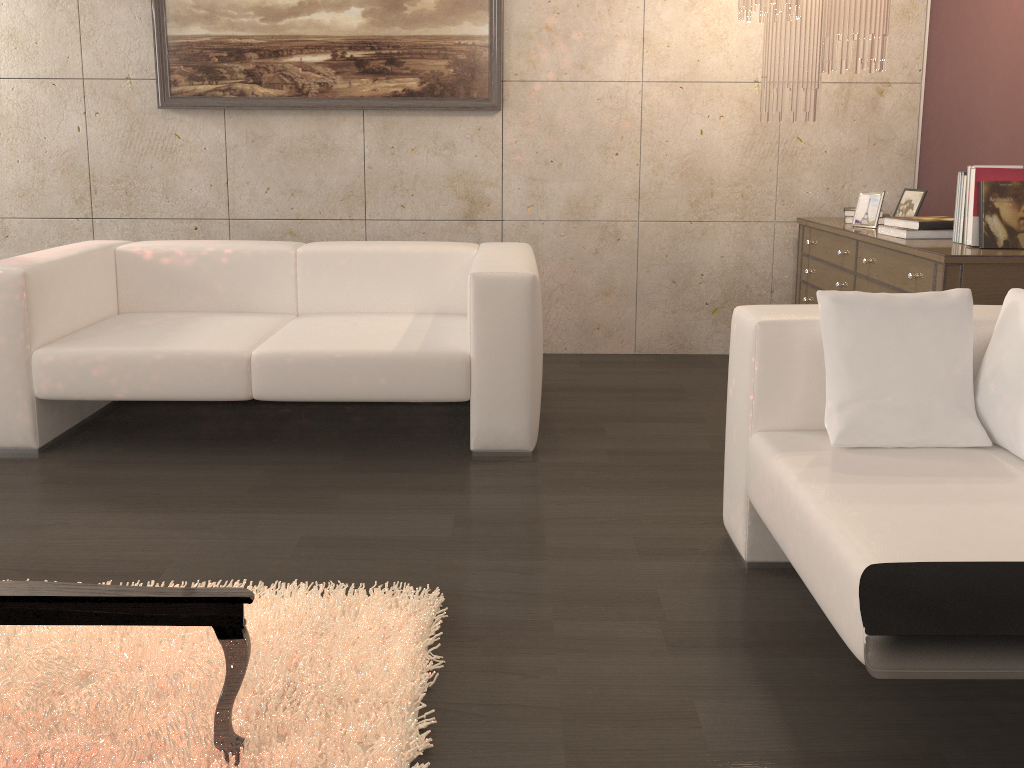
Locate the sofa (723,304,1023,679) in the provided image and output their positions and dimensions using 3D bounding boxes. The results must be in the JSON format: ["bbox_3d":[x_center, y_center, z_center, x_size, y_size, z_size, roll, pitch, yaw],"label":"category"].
[{"bbox_3d":[1.052,0.451,1.104,0.943,0.637,2.849,0,15,0],"label":"sofa"}]

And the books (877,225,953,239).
[{"bbox_3d":[1.668,-0.611,3.530,0.307,0.035,0.230,-1,15,-5],"label":"books"}]

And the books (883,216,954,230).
[{"bbox_3d":[1.683,-0.647,3.535,0.289,0.033,0.215,-4,16,-15],"label":"books"}]

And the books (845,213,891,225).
[{"bbox_3d":[1.693,-0.789,4.196,0.201,0.031,0.281,6,16,19],"label":"books"}]

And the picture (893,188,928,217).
[{"bbox_3d":[1.749,-0.775,3.888,0.078,0.168,0.143,-2,12,-15],"label":"picture"}]

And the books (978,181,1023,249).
[{"bbox_3d":[1.731,-0.595,3.098,0.172,0.233,0.070,0,9,0],"label":"books"}]

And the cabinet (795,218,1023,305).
[{"bbox_3d":[1.677,-0.276,3.722,0.532,0.714,1.564,0,14,0],"label":"cabinet"}]

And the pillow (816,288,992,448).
[{"bbox_3d":[0.924,-0.043,2.096,0.376,0.352,0.189,0,10,-1],"label":"pillow"}]

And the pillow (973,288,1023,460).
[{"bbox_3d":[1.192,-0.015,1.997,0.169,0.354,0.385,0,12,-2],"label":"pillow"}]

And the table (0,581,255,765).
[{"bbox_3d":[-0.878,0.614,1.126,0.904,0.296,0.936,0,15,-1],"label":"table"}]

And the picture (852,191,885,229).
[{"bbox_3d":[1.576,-0.771,3.898,0.051,0.153,0.130,-5,13,-29],"label":"picture"}]

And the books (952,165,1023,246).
[{"bbox_3d":[1.735,-0.648,3.196,0.204,0.284,0.182,0,11,0],"label":"books"}]

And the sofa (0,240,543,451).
[{"bbox_3d":[-0.901,-0.204,3.484,2.025,0.638,0.965,0,13,0],"label":"sofa"}]

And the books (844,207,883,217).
[{"bbox_3d":[1.672,-0.820,4.197,0.170,0.027,0.237,6,16,19],"label":"books"}]

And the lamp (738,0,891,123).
[{"bbox_3d":[1.132,-2.367,3.106,0.487,2.782,0.490,7,11,36],"label":"lamp"}]

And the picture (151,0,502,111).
[{"bbox_3d":[-0.908,-1.755,4.338,1.714,0.780,0.054,0,9,0],"label":"picture"}]

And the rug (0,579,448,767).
[{"bbox_3d":[-0.894,0.752,1.163,1.508,0.066,2.045,0,15,0],"label":"rug"}]
